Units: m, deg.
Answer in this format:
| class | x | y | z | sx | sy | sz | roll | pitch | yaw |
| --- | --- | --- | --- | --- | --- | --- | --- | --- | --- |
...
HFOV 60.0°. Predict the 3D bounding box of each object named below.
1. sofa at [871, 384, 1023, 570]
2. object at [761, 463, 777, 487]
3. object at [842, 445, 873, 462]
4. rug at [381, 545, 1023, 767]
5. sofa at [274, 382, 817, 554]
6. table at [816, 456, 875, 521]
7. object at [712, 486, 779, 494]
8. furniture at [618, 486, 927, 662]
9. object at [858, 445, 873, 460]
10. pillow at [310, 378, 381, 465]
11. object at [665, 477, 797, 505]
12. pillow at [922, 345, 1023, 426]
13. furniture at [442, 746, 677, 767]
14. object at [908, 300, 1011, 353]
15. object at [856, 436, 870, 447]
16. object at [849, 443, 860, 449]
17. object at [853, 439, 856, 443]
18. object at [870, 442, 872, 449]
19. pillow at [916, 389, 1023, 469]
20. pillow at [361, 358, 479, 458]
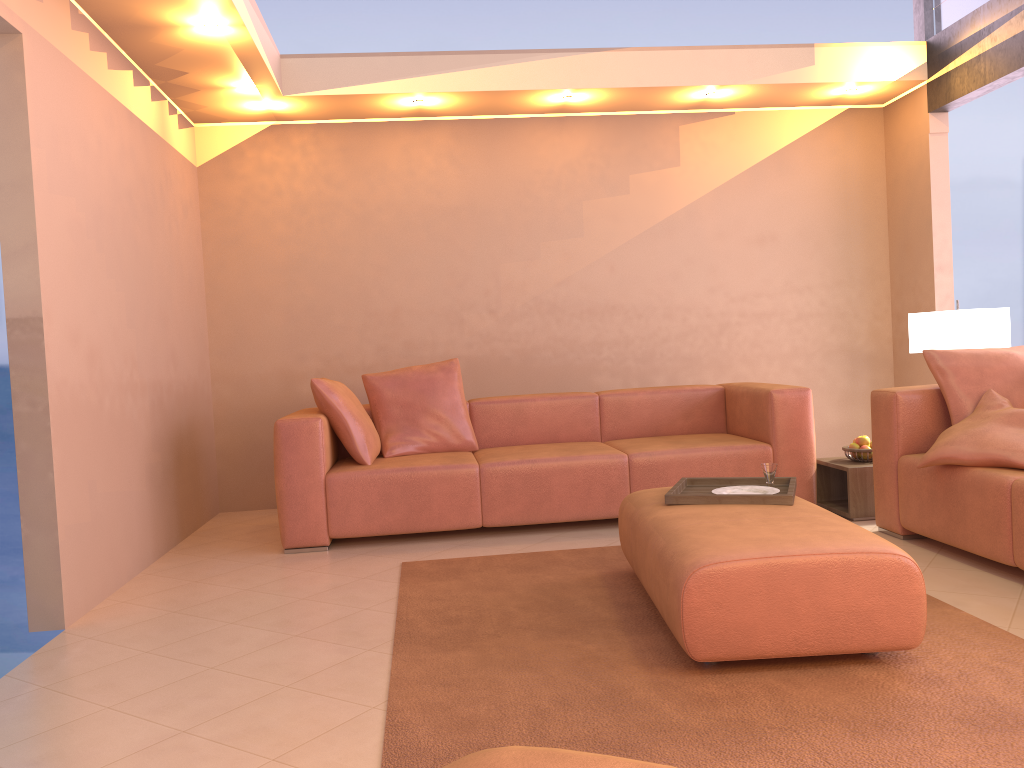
| class | x | y | z | sx | sy | sz | roll | pitch | yaw |
| --- | --- | --- | --- | --- | --- | --- | --- | --- | --- |
| sofa | 2.258 | 0.359 | 2.810 | 0.943 | 0.672 | 2.781 | -3 | 2 | -6 |
| object | 0.976 | 0.348 | 3.359 | 0.061 | 0.091 | 0.061 | -4 | 2 | -21 |
| object | 1.821 | 0.358 | 4.552 | 0.235 | 0.071 | 0.235 | -4 | 2 | -14 |
| rug | 0.547 | 0.788 | 2.776 | 1.833 | 0.005 | 2.626 | -3 | 2 | -6 |
| sofa | 0.170 | 0.403 | 4.898 | 2.781 | 0.672 | 0.943 | -3 | 2 | -6 |
| table | 2.087 | 0.512 | 4.587 | 0.918 | 0.268 | 0.412 | -3 | 2 | -6 |
| object | 0.847 | 0.396 | 3.216 | 0.240 | 0.018 | 0.240 | -5 | 3 | -42 |
| furniture | 0.781 | 0.568 | 3.027 | 0.685 | 0.301 | 1.291 | -3 | 2 | -1 |
| object | 1.797 | 0.347 | 4.502 | 0.072 | 0.076 | 0.074 | -3 | 2 | 4 |
| pillow | -0.879 | 0.199 | 4.741 | 0.335 | 0.486 | 0.554 | -3 | 2 | -9 |
| object | 0.817 | 0.392 | 3.276 | 0.436 | 0.034 | 0.421 | -2 | 2 | 19 |
| pillow | 2.107 | 0.064 | 3.835 | 0.519 | 0.455 | 0.314 | -3 | 2 | -9 |
| furniture | 0.076 | 0.781 | 1.379 | 0.659 | 0.226 | 0.699 | -2 | 2 | 24 |
| object | 2.344 | -0.039 | 4.636 | 0.344 | 0.799 | 0.344 | -4 | 2 | -27 |
| object | 1.798 | 0.296 | 4.545 | 0.068 | 0.061 | 0.069 | -5 | 3 | -44 |
| object | 1.753 | 0.325 | 4.538 | 0.045 | 0.047 | 0.055 | -4 | 2 | -29 |
| object | 1.796 | 0.301 | 4.598 | 0.054 | 0.046 | 0.047 | -4 | 2 | -19 |
| object | 1.843 | 0.313 | 4.501 | 0.051 | 0.053 | 0.045 | -3 | 2 | 18 |
| pillow | 1.947 | 0.177 | 3.477 | 0.514 | 0.292 | 0.517 | -5 | 2 | -36 |
| pillow | -0.518 | 0.130 | 4.965 | 0.582 | 0.528 | 0.302 | -4 | 2 | -22 |
